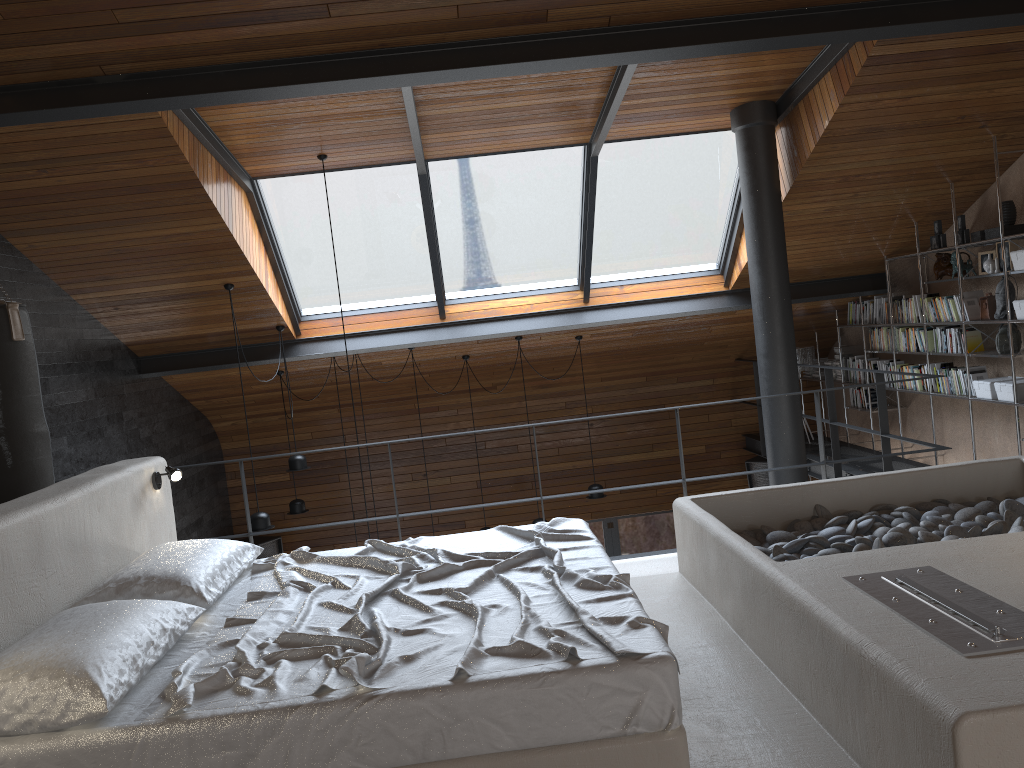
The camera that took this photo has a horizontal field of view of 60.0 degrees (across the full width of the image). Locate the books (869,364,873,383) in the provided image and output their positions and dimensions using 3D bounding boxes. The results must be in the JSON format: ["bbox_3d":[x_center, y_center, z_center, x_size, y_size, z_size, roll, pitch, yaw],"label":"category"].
[{"bbox_3d":[3.498,-0.104,8.474,0.136,0.212,0.051,-7,3,-3],"label":"books"}]

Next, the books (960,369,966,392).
[{"bbox_3d":[3.627,-0.027,6.958,0.192,0.202,0.055,-7,3,-3],"label":"books"}]

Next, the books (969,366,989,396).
[{"bbox_3d":[3.608,-0.026,6.849,0.143,0.217,0.066,-7,3,-3],"label":"books"}]

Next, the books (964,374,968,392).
[{"bbox_3d":[3.592,-0.001,6.891,0.130,0.167,0.046,-7,3,-3],"label":"books"}]

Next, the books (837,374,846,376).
[{"bbox_3d":[3.491,-0.110,9.118,0.252,0.016,0.182,-6,3,1],"label":"books"}]

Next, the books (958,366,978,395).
[{"bbox_3d":[3.621,-0.029,6.970,0.191,0.205,0.055,-7,3,-3],"label":"books"}]

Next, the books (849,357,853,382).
[{"bbox_3d":[3.506,-0.156,8.941,0.191,0.255,0.012,-7,3,-3],"label":"books"}]

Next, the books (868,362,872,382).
[{"bbox_3d":[3.496,-0.108,8.492,0.133,0.219,0.058,-7,3,-3],"label":"books"}]

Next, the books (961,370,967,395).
[{"bbox_3d":[3.605,-0.017,6.946,0.148,0.189,0.053,-7,3,-3],"label":"books"}]

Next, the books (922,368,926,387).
[{"bbox_3d":[3.555,-0.046,7.511,0.126,0.197,0.047,-7,3,-3],"label":"books"}]

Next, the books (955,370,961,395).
[{"bbox_3d":[3.590,-0.020,7.010,0.148,0.189,0.053,-7,3,-3],"label":"books"}]

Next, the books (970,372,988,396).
[{"bbox_3d":[3.608,0.001,6.823,0.130,0.166,0.046,-7,3,-3],"label":"books"}]

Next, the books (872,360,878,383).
[{"bbox_3d":[3.499,-0.110,8.401,0.148,0.233,0.053,-7,3,-3],"label":"books"}]

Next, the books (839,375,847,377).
[{"bbox_3d":[3.499,-0.097,9.117,0.217,0.013,0.161,-7,3,-3],"label":"books"}]

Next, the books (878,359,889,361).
[{"bbox_3d":[3.539,-0.114,8.370,0.143,0.236,0.062,-7,3,-3],"label":"books"}]

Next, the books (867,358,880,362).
[{"bbox_3d":[3.491,-0.126,8.544,0.131,0.247,0.018,-7,3,-3],"label":"books"}]

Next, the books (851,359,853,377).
[{"bbox_3d":[3.491,-0.142,8.917,0.148,0.234,0.013,-7,3,-3],"label":"books"}]

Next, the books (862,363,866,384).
[{"bbox_3d":[3.494,-0.111,8.640,0.148,0.206,0.018,-7,3,-3],"label":"books"}]

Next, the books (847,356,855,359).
[{"bbox_3d":[3.511,-0.160,8.994,0.207,0.255,0.010,-7,3,-3],"label":"books"}]

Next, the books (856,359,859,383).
[{"bbox_3d":[3.483,-0.133,8.777,0.148,0.234,0.013,-7,3,-3],"label":"books"}]

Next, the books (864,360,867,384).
[{"bbox_3d":[3.485,-0.121,8.594,0.129,0.231,0.010,-7,3,-3],"label":"books"}]

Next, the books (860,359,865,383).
[{"bbox_3d":[3.498,-0.130,8.698,0.148,0.234,0.013,-7,3,-3],"label":"books"}]

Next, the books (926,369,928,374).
[{"bbox_3d":[3.555,-0.041,7.427,0.138,0.191,0.049,-7,3,-3],"label":"books"}]

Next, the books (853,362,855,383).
[{"bbox_3d":[3.477,-0.122,8.863,0.130,0.208,0.010,-7,3,-3],"label":"books"}]

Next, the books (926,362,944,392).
[{"bbox_3d":[3.539,-0.058,7.379,0.148,0.233,0.053,-7,3,-3],"label":"books"}]

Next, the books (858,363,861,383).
[{"bbox_3d":[3.490,-0.114,8.750,0.143,0.199,0.019,-7,3,-3],"label":"books"}]

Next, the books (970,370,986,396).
[{"bbox_3d":[3.603,-0.009,6.833,0.129,0.186,0.050,-7,3,-3],"label":"books"}]

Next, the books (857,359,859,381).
[{"bbox_3d":[3.489,-0.133,8.764,0.148,0.234,0.013,-7,3,-3],"label":"books"}]

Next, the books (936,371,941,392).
[{"bbox_3d":[3.562,-0.029,7.281,0.131,0.180,0.042,-7,3,-3],"label":"books"}]

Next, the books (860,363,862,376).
[{"bbox_3d":[3.504,-0.117,8.713,0.148,0.206,0.014,-7,3,-3],"label":"books"}]

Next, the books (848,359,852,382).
[{"bbox_3d":[3.494,-0.144,8.955,0.169,0.232,0.018,-7,3,-3],"label":"books"}]

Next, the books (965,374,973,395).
[{"bbox_3d":[3.605,-0.004,6.878,0.146,0.171,0.054,-7,3,-3],"label":"books"}]

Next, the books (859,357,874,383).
[{"bbox_3d":[3.500,-0.135,8.729,0.146,0.240,0.023,-7,3,-3],"label":"books"}]

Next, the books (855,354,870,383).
[{"bbox_3d":[3.493,-0.154,8.820,0.143,0.268,0.020,-7,3,-3],"label":"books"}]

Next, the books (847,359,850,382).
[{"bbox_3d":[3.475,-0.144,8.982,0.148,0.234,0.013,-7,3,-3],"label":"books"}]

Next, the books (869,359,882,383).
[{"bbox_3d":[3.495,-0.114,8.460,0.143,0.235,0.055,-7,3,-3],"label":"books"}]

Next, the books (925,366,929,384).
[{"bbox_3d":[3.555,-0.053,7.443,0.137,0.216,0.049,-7,3,-3],"label":"books"}]

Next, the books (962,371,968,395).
[{"bbox_3d":[3.607,-0.015,6.916,0.160,0.187,0.060,-7,3,-3],"label":"books"}]

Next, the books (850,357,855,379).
[{"bbox_3d":[3.512,-0.154,8.930,0.192,0.251,0.012,-7,3,-3],"label":"books"}]

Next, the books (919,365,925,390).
[{"bbox_3d":[3.558,-0.061,7.547,0.155,0.215,0.055,-7,3,-3],"label":"books"}]

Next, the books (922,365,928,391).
[{"bbox_3d":[3.552,-0.055,7.498,0.133,0.218,0.051,-7,3,-3],"label":"books"}]

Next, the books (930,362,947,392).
[{"bbox_3d":[3.543,-0.056,7.331,0.148,0.233,0.053,-7,3,-3],"label":"books"}]

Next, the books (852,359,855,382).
[{"bbox_3d":[3.492,-0.139,8.888,0.160,0.231,0.021,-7,3,-3],"label":"books"}]

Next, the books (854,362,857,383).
[{"bbox_3d":[3.490,-0.126,8.850,0.146,0.210,0.018,-7,3,-3],"label":"books"}]

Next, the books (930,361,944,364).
[{"bbox_3d":[3.555,-0.063,7.410,0.143,0.236,0.062,-7,3,-3],"label":"books"}]

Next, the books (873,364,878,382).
[{"bbox_3d":[3.499,-0.095,8.384,0.148,0.206,0.053,-7,3,-3],"label":"books"}]

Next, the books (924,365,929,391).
[{"bbox_3d":[3.565,-0.056,7.486,0.137,0.216,0.049,-7,3,-3],"label":"books"}]

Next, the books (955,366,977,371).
[{"bbox_3d":[3.626,-0.033,7.023,0.207,0.205,0.053,-7,3,-3],"label":"books"}]

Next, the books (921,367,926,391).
[{"bbox_3d":[3.552,-0.052,7.528,0.123,0.203,0.054,-7,3,-3],"label":"books"}]

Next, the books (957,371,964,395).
[{"bbox_3d":[3.609,-0.019,6.983,0.169,0.188,0.058,-7,3,-3],"label":"books"}]

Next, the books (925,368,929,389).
[{"bbox_3d":[3.555,-0.049,7.456,0.131,0.205,0.051,-7,3,-3],"label":"books"}]

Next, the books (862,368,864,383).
[{"bbox_3d":[3.485,-0.111,8.653,0.130,0.208,0.010,-7,3,-3],"label":"books"}]

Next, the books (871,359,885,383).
[{"bbox_3d":[3.509,-0.114,8.447,0.148,0.233,0.053,-7,3,-3],"label":"books"}]

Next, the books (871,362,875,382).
[{"bbox_3d":[3.499,-0.105,8.415,0.141,0.221,0.055,-7,3,-3],"label":"books"}]
